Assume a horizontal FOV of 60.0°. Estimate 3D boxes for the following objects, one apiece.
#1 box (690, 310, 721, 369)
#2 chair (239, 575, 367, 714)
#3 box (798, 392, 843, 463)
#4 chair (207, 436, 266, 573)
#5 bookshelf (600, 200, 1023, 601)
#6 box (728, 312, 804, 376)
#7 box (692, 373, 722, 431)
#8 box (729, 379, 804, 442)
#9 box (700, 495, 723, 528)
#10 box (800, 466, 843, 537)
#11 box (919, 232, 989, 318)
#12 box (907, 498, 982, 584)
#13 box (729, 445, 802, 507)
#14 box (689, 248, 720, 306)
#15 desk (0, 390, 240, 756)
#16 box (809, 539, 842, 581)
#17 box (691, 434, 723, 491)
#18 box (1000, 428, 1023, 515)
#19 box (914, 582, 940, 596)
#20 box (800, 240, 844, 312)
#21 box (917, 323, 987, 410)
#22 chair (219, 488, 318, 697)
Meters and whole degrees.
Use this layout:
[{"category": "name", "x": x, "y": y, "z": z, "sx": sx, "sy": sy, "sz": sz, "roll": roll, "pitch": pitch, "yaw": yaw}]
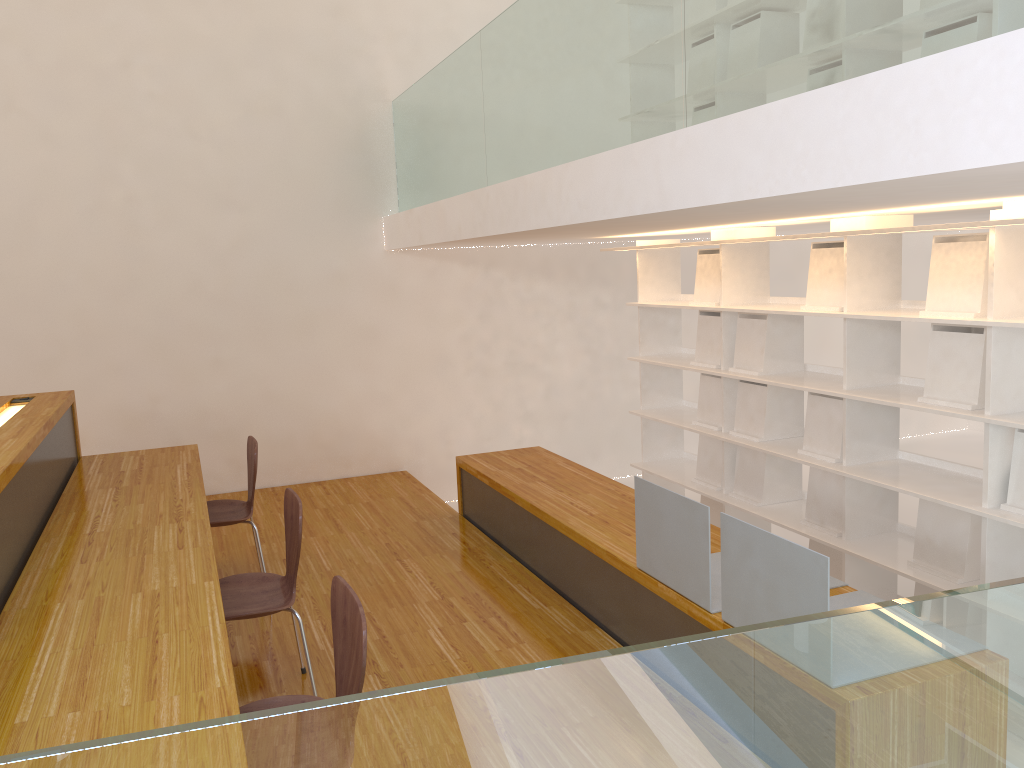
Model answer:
[{"category": "box", "x": 1.142, "y": -0.252, "z": 4.781, "sx": 0.274, "sy": 0.296, "sz": 0.245, "roll": -5, "pitch": 8, "yaw": -20}, {"category": "chair", "x": -0.508, "y": 0.834, "z": 1.970, "sx": 0.381, "sy": 0.693, "sz": 0.428, "roll": -5, "pitch": 8, "yaw": -20}, {"category": "box", "x": 1.477, "y": 0.171, "z": 3.990, "sx": 0.274, "sy": 0.296, "sz": 0.245, "roll": -5, "pitch": 8, "yaw": -20}, {"category": "chair", "x": -1.288, "y": 0.610, "z": 3.897, "sx": 0.381, "sy": 0.693, "sz": 0.428, "roll": -5, "pitch": 8, "yaw": -20}, {"category": "bookshelf", "x": 1.333, "y": 0.167, "z": 4.177, "sx": 0.498, "sy": 1.836, "sz": 2.984, "roll": -5, "pitch": 8, "yaw": -20}, {"category": "box", "x": 1.271, "y": -0.212, "z": 4.446, "sx": 0.274, "sy": 0.296, "sz": 0.245, "roll": -5, "pitch": 8, "yaw": -20}, {"category": "box", "x": 1.160, "y": 0.074, "z": 4.816, "sx": 0.274, "sy": 0.296, "sz": 0.245, "roll": -5, "pitch": 8, "yaw": -20}, {"category": "box", "x": 1.285, "y": 0.113, "z": 4.489, "sx": 0.274, "sy": 0.296, "sz": 0.245, "roll": -5, "pitch": 8, "yaw": -20}, {"category": "box", "x": 1.186, "y": 0.724, "z": 4.913, "sx": 0.274, "sy": 0.296, "sz": 0.245, "roll": -5, "pitch": 8, "yaw": -20}, {"category": "box", "x": 1.497, "y": 0.498, "z": 4.021, "sx": 0.274, "sy": 0.296, "sz": 0.245, "roll": -5, "pitch": 8, "yaw": -20}, {"category": "box", "x": 1.697, "y": -0.403, "z": 3.253, "sx": 0.274, "sy": 0.296, "sz": 0.245, "roll": -5, "pitch": 8, "yaw": -20}, {"category": "box", "x": 1.727, "y": 0.569, "z": 3.422, "sx": 0.274, "sy": 0.296, "sz": 0.245, "roll": -5, "pitch": 8, "yaw": -20}, {"category": "box", "x": 1.295, "y": 0.437, "z": 4.545, "sx": 0.274, "sy": 0.296, "sz": 0.245, "roll": -5, "pitch": 8, "yaw": -20}, {"category": "box", "x": 1.127, "y": -0.577, "z": 4.738, "sx": 0.274, "sy": 0.296, "sz": 0.245, "roll": -5, "pitch": 8, "yaw": -20}, {"category": "desk", "x": -1.590, "y": 0.669, "z": 2.727, "sx": 1.285, "sy": 0.918, "sz": 3.236, "roll": -5, "pitch": 8, "yaw": -20}, {"category": "box", "x": 1.511, "y": 0.824, "z": 4.065, "sx": 0.274, "sy": 0.296, "sz": 0.245, "roll": -5, "pitch": 8, "yaw": -20}, {"category": "box", "x": 1.168, "y": 0.398, "z": 4.878, "sx": 0.274, "sy": 0.296, "sz": 0.245, "roll": -5, "pitch": 8, "yaw": -20}, {"category": "box", "x": 1.860, "y": 0.288, "z": 2.993, "sx": 0.274, "sy": 0.296, "sz": 0.245, "roll": -5, "pitch": 8, "yaw": -20}, {"category": "box", "x": 1.737, "y": 0.893, "z": 3.476, "sx": 0.274, "sy": 0.296, "sz": 0.245, "roll": -5, "pitch": 8, "yaw": -20}, {"category": "box", "x": 1.453, "y": -0.478, "z": 3.881, "sx": 0.274, "sy": 0.296, "sz": 0.245, "roll": -5, "pitch": 8, "yaw": -20}, {"category": "box", "x": 1.711, "y": -0.078, "z": 3.298, "sx": 0.274, "sy": 0.296, "sz": 0.245, "roll": -5, "pitch": 8, "yaw": -20}, {"category": "chair", "x": -0.854, "y": 0.728, "z": 2.872, "sx": 0.381, "sy": 0.693, "sz": 0.428, "roll": -5, "pitch": 8, "yaw": -20}]
